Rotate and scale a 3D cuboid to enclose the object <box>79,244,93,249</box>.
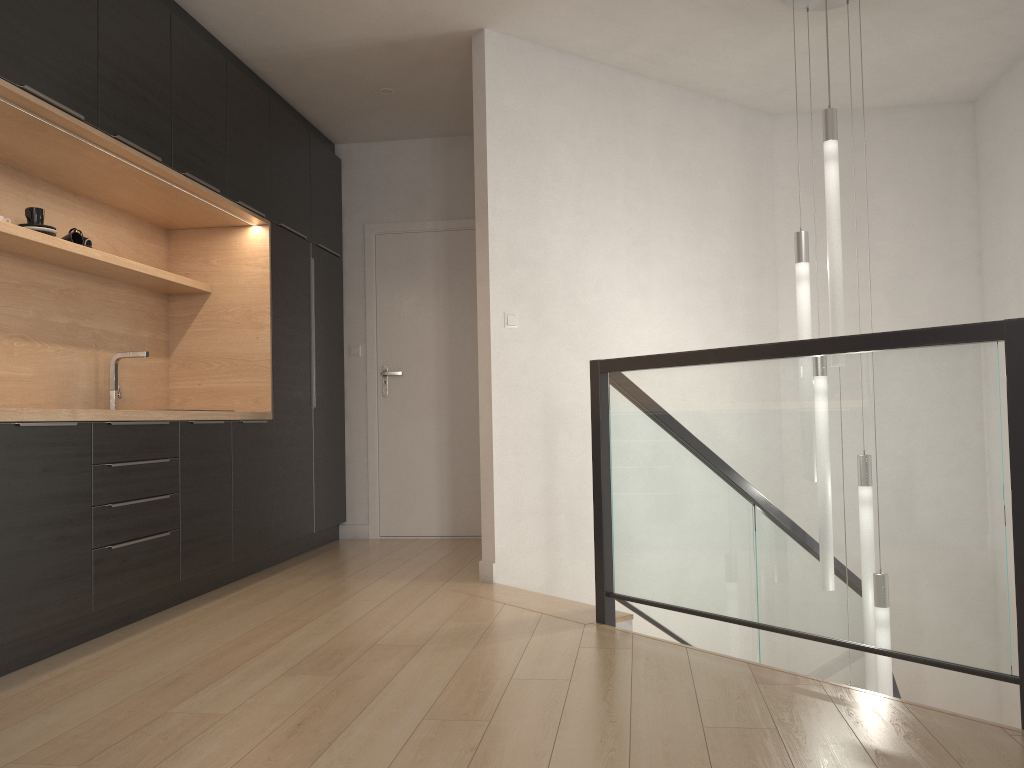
[{"bbox_3d":[-1.923,-0.591,3.896,0.145,0.025,0.145,-2,-2,11],"label":"object"}]

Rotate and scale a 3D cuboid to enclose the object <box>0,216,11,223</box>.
[{"bbox_3d":[-2.045,-0.630,3.483,0.099,0.057,0.095,-1,-2,6],"label":"object"}]

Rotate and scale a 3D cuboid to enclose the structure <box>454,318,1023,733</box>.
[{"bbox_3d":[2.129,2.033,3.212,2.823,4.339,4.190,1,-3,-37],"label":"structure"}]

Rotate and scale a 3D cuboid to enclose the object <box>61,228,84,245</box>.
[{"bbox_3d":[-1.931,-0.636,3.874,0.100,0.093,0.066,-2,-2,23],"label":"object"}]

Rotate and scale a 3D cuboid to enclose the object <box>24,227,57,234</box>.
[{"bbox_3d":[-1.936,-0.614,3.615,0.145,0.025,0.145,-2,-2,22],"label":"object"}]

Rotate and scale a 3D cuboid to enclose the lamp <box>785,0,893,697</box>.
[{"bbox_3d":[1.434,-0.932,3.964,0.359,6.725,0.359,-3,-3,45],"label":"lamp"}]

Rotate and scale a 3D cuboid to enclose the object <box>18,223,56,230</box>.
[{"bbox_3d":[-1.938,-0.626,3.613,0.145,0.025,0.145,-2,-2,22],"label":"object"}]

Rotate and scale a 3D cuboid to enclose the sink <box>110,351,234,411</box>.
[{"bbox_3d":[-1.695,0.103,4.205,0.512,0.518,0.626,-2,-2,8],"label":"sink"}]

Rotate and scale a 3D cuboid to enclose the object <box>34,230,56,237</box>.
[{"bbox_3d":[-1.938,-0.602,3.612,0.145,0.025,0.145,-2,-2,22],"label":"object"}]

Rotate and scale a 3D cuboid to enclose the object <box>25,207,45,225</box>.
[{"bbox_3d":[-1.940,-0.669,3.608,0.066,0.092,0.084,0,-3,-23],"label":"object"}]

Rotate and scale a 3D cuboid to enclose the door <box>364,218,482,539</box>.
[{"bbox_3d":[-0.503,-0.036,5.947,0.974,2.136,0.085,-2,-2,8],"label":"door"}]

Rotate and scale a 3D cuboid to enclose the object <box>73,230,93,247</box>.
[{"bbox_3d":[-1.914,-0.639,3.935,0.100,0.093,0.066,-2,-2,18],"label":"object"}]
